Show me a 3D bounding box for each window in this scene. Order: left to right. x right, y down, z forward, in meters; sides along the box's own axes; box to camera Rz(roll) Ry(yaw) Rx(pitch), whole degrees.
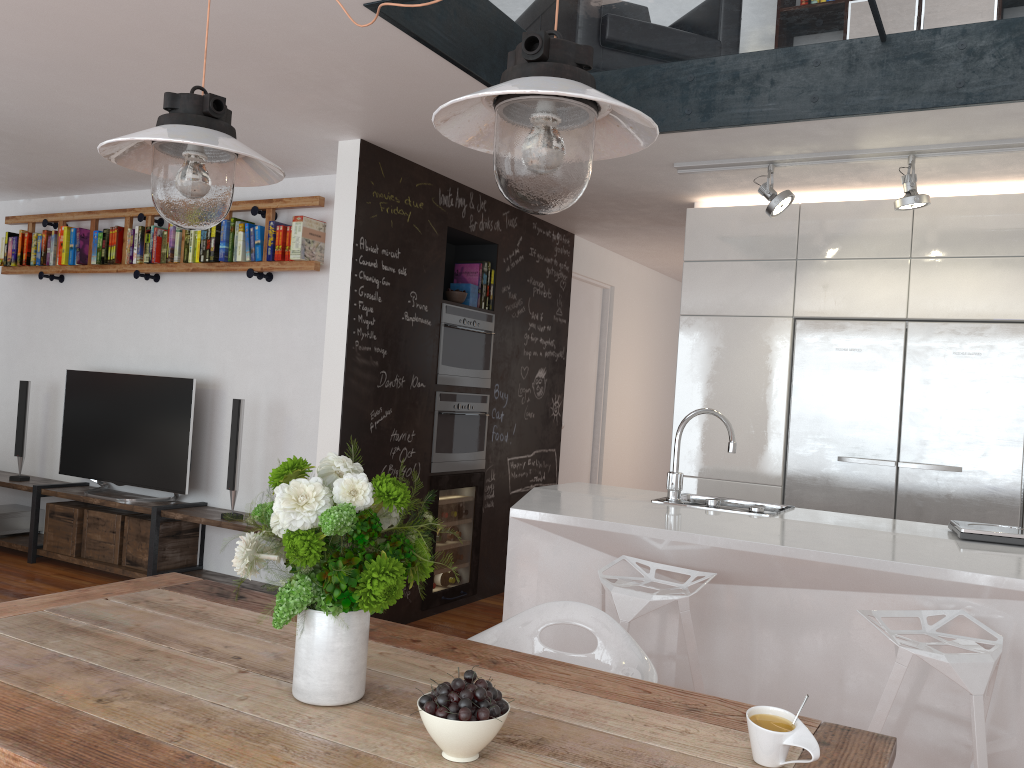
[{"bbox_3d":[1.107,-1.386,2.814,2.700,0.035,1.546,3,-1,29],"label":"window"}]

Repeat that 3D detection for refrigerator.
[{"bbox_3d":[1.954,0.580,4.512,1.119,1.811,0.142,3,-1,29],"label":"refrigerator"}]

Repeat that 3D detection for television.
[{"bbox_3d":[-2.466,0.328,5.665,1.230,0.786,0.298,3,-1,29],"label":"television"}]

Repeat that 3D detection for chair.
[{"bbox_3d":[0.079,0.982,2.352,0.577,0.710,0.505,4,-1,19],"label":"chair"},{"bbox_3d":[0.411,0.987,2.902,0.492,0.765,0.428,3,-1,39],"label":"chair"},{"bbox_3d":[1.162,1.032,2.399,0.492,0.765,0.428,4,-1,-16],"label":"chair"}]

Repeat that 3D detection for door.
[{"bbox_3d":[0.493,0.302,6.877,0.120,2.236,0.823,3,-1,29],"label":"door"}]

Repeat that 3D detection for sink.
[{"bbox_3d":[0.899,0.392,3.724,0.492,0.570,0.459,3,-1,29],"label":"sink"}]

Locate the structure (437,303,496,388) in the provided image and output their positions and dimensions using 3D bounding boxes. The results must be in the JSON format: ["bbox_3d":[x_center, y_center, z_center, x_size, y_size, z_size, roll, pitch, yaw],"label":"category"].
[{"bbox_3d":[-0.249,-0.216,5.276,0.052,0.462,0.585,3,-1,29],"label":"structure"}]

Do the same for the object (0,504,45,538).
[{"bbox_3d":[-3.566,0.960,6.225,0.350,0.170,0.400,4,-1,28],"label":"object"}]

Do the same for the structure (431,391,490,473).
[{"bbox_3d":[-0.282,0.286,5.270,0.052,0.462,0.585,3,-1,29],"label":"structure"}]

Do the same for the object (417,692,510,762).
[{"bbox_3d":[-0.078,0.543,1.395,0.146,0.079,0.146,3,-1,38],"label":"object"}]

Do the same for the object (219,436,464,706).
[{"bbox_3d":[-0.323,0.330,1.660,0.432,0.476,0.371,4,-1,-19],"label":"object"}]

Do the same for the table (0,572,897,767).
[{"bbox_3d":[-0.396,0.933,1.643,1.910,0.735,0.969,3,-1,29],"label":"table"}]

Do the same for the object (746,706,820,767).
[{"bbox_3d":[0.441,0.580,1.436,0.127,0.078,0.082,3,-1,34],"label":"object"}]

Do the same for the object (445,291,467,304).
[{"bbox_3d":[-0.333,-0.507,5.252,0.132,0.069,0.132,4,-1,-27],"label":"object"}]

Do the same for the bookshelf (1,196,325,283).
[{"bbox_3d":[-2.361,-0.902,5.768,2.983,0.465,0.161,3,-1,29],"label":"bookshelf"}]

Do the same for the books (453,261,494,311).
[{"bbox_3d":[-0.252,-0.615,5.541,0.230,0.303,0.152,3,-1,29],"label":"books"}]

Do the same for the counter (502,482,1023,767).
[{"bbox_3d":[1.054,0.966,3.324,2.289,0.903,0.956,3,-1,29],"label":"counter"}]

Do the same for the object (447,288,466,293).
[{"bbox_3d":[-0.322,-0.541,5.249,0.077,0.042,0.116,3,-1,43],"label":"object"}]

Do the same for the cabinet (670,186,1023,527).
[{"bbox_3d":[2.199,0.259,4.913,2.404,2.506,0.946,3,-1,29],"label":"cabinet"}]

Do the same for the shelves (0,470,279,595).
[{"bbox_3d":[-2.514,0.951,5.655,3.473,0.506,0.414,3,-1,29],"label":"shelves"}]

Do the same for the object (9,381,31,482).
[{"bbox_3d":[-3.366,0.321,6.107,0.089,0.687,0.089,4,-1,14],"label":"object"}]

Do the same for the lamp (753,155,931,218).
[{"bbox_3d":[1.729,-0.882,3.922,1.324,0.254,0.154,3,-1,29],"label":"lamp"}]

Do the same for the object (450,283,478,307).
[{"bbox_3d":[-0.293,-0.537,5.395,0.136,0.136,0.110,4,-1,22],"label":"object"}]

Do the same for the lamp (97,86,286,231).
[{"bbox_3d":[-0.670,-0.477,1.873,0.372,0.306,0.372,4,-1,24],"label":"lamp"}]

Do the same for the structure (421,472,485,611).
[{"bbox_3d":[-0.318,0.917,5.259,0.081,0.763,0.582,3,-1,29],"label":"structure"}]

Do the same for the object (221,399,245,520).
[{"bbox_3d":[-1.581,0.430,5.083,0.089,0.687,0.089,3,-1,39],"label":"object"}]

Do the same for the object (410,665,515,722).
[{"bbox_3d":[-0.075,0.493,1.396,0.159,0.095,0.141,4,-1,15],"label":"object"}]

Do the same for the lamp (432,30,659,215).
[{"bbox_3d":[0.055,-0.433,1.466,0.372,0.306,0.372,4,-1,-9],"label":"lamp"}]

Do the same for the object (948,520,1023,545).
[{"bbox_3d":[1.755,0.535,3.190,0.298,0.036,0.325,4,-1,19],"label":"object"}]

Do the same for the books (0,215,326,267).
[{"bbox_3d":[-1.010,-1.671,5.328,5.671,1.974,0.733,4,-1,18],"label":"books"}]
